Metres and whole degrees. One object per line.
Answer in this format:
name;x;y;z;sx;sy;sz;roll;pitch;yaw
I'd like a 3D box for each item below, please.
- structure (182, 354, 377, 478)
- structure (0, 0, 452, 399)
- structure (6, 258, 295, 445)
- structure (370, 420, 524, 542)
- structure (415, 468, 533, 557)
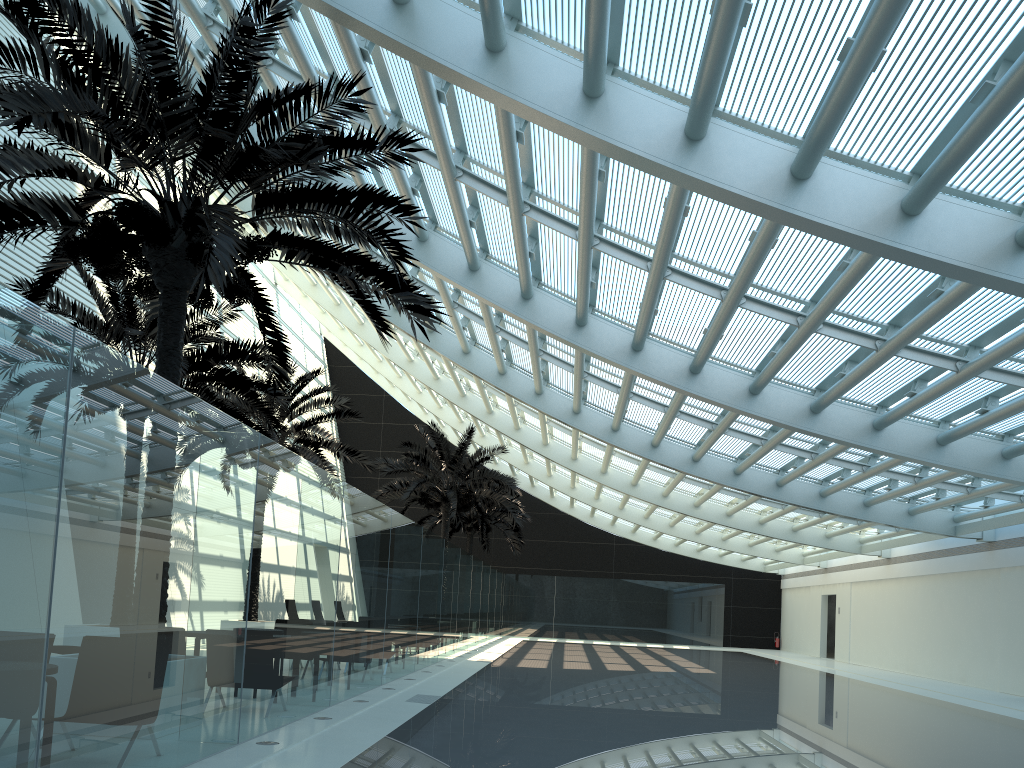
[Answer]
structure;-5.918;2.670;20.039;4.306;6.719;4.729;-2;-9;37
structure;-3.299;-0.315;8.068;4.822;6.842;4.555;0;-8;22
structure;-6.093;1.151;14.005;4.665;6.661;4.364;5;-7;-17
structure;-2.099;4.647;27.268;4.825;6.842;4.552;3;-7;-2
structure;-1.561;6.759;35.434;4.479;6.840;4.907;5;-8;-17
